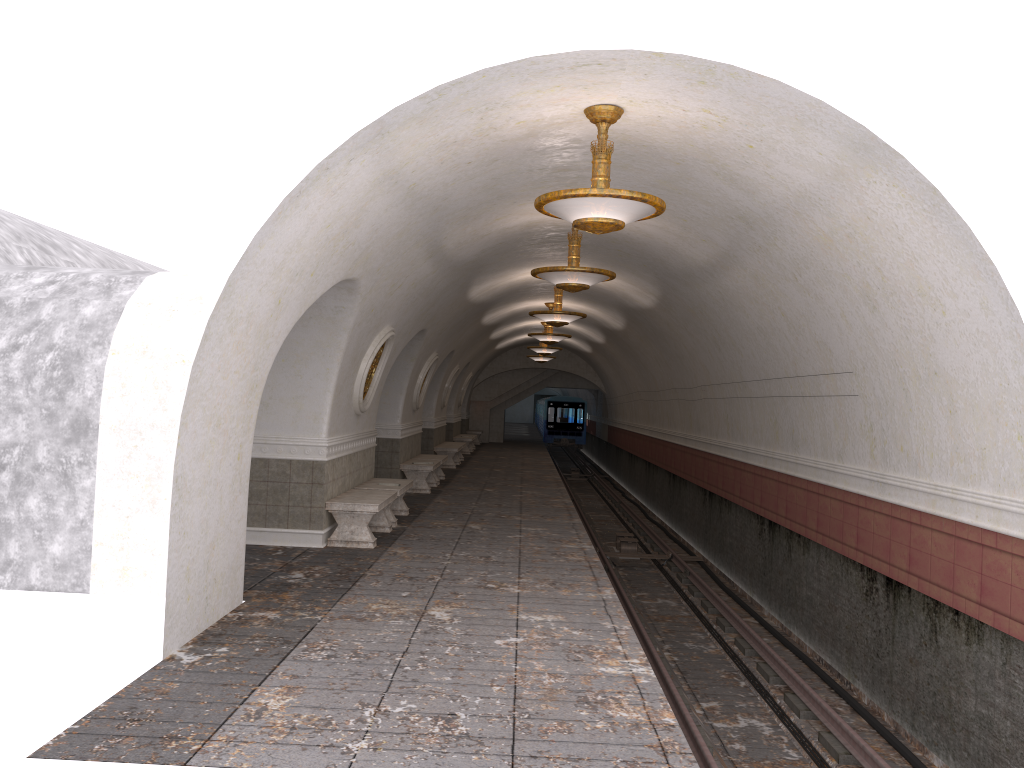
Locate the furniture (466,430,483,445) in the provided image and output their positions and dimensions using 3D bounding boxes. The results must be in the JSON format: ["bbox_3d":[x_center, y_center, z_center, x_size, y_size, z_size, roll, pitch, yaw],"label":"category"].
[{"bbox_3d":[-1.480,2.103,35.061,0.613,0.508,1.509,3,-1,1],"label":"furniture"}]

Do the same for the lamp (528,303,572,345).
[{"bbox_3d":[0.868,-1.358,20.171,1.008,0.955,1.008,2,-1,17],"label":"lamp"}]

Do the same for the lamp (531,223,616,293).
[{"bbox_3d":[0.736,-1.552,10.481,1.008,0.955,1.008,3,-1,-15],"label":"lamp"}]

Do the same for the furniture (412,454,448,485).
[{"bbox_3d":[-1.706,1.770,18.461,0.613,0.508,1.509,3,-1,1],"label":"furniture"}]

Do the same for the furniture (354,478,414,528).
[{"bbox_3d":[-1.788,1.650,12.454,0.613,0.508,1.509,3,-1,1],"label":"furniture"}]

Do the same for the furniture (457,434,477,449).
[{"bbox_3d":[-1.543,2.011,30.441,0.613,0.508,1.509,3,-1,1],"label":"furniture"}]

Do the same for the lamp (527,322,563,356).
[{"bbox_3d":[0.934,-1.261,24.997,1.008,0.955,1.008,2,-1,17],"label":"lamp"}]

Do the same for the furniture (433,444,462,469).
[{"bbox_3d":[-1.647,1.857,22.799,0.613,0.508,1.509,3,-1,1],"label":"furniture"}]

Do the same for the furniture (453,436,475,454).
[{"bbox_3d":[-1.566,1.977,28.760,0.613,0.508,1.509,3,-1,1],"label":"furniture"}]

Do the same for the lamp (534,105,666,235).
[{"bbox_3d":[0.686,-1.626,6.828,1.008,0.955,1.008,4,-2,-43],"label":"lamp"}]

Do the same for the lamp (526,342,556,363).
[{"bbox_3d":[1.000,-1.165,29.826,1.008,0.955,1.008,4,-2,-43],"label":"lamp"}]

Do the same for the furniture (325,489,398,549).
[{"bbox_3d":[-1.811,1.616,10.773,0.613,0.508,1.509,3,-1,1],"label":"furniture"}]

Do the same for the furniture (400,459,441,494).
[{"bbox_3d":[-1.729,1.737,16.780,0.613,0.508,1.509,3,-1,1],"label":"furniture"}]

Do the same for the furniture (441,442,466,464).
[{"bbox_3d":[-1.624,1.891,24.480,0.613,0.508,1.509,3,-1,1],"label":"furniture"}]

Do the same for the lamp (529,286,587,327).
[{"bbox_3d":[0.802,-1.455,15.342,1.008,0.955,1.008,3,-1,-15],"label":"lamp"}]
